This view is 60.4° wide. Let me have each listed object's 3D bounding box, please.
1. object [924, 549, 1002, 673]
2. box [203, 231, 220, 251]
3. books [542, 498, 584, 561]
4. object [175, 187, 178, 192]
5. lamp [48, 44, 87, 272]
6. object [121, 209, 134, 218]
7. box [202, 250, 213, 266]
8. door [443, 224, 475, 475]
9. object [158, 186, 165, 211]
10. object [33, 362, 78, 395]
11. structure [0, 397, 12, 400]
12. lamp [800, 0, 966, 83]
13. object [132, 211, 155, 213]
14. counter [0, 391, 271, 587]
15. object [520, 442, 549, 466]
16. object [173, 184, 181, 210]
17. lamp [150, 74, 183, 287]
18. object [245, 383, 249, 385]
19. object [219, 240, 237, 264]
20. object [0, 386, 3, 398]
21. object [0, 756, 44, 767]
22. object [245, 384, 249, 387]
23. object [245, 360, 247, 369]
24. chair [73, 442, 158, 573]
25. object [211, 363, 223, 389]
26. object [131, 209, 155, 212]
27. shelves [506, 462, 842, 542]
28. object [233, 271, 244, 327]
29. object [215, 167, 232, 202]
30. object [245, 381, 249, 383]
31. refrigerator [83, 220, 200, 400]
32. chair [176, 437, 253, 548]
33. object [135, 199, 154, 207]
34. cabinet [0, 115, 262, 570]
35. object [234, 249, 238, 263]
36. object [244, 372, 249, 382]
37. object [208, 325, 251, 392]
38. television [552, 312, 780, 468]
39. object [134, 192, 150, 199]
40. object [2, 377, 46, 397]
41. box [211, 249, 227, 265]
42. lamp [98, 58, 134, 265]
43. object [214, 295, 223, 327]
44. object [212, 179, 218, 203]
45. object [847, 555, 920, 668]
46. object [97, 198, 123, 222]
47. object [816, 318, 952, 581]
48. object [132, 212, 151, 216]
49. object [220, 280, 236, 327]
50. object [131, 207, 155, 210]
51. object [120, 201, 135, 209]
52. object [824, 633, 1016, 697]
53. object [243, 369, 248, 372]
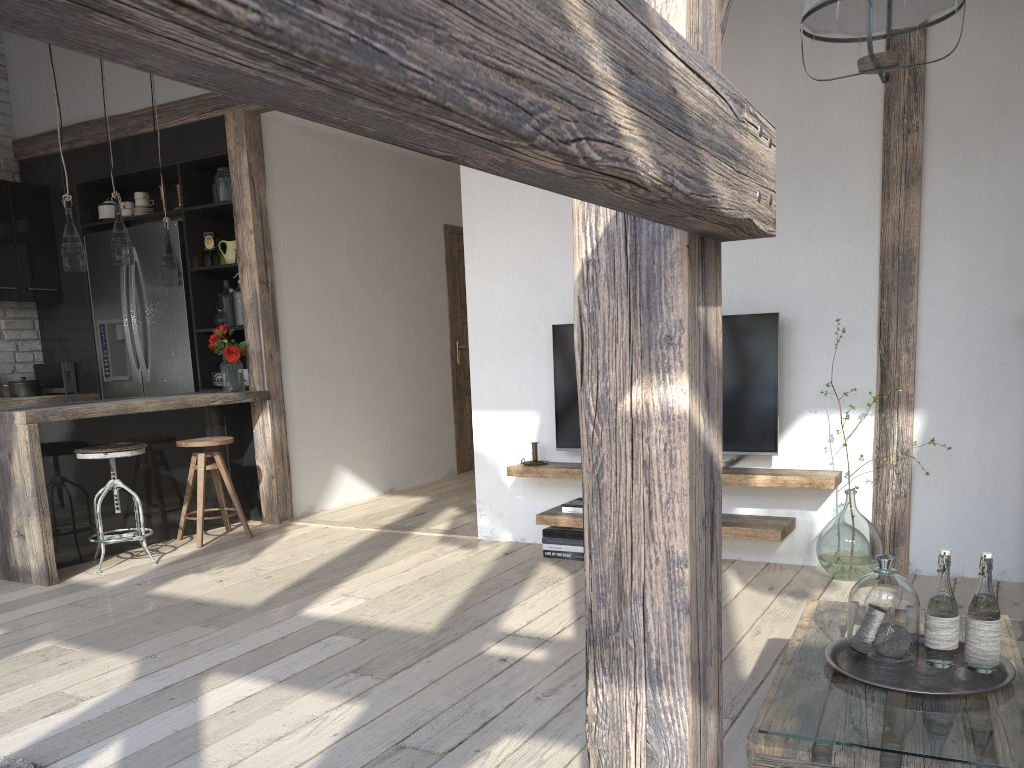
[{"bbox_3d":[1.012,0.506,1.974,0.153,0.272,0.070,2,10,29],"label":"object"},{"bbox_3d":[-1.941,-0.922,5.692,0.083,0.115,0.081,-1,7,9],"label":"box"},{"bbox_3d":[0.369,0.730,4.431,0.359,0.269,0.287,0,6,29],"label":"books"},{"bbox_3d":[-2.168,-1.208,5.753,0.061,0.176,0.061,-8,10,-32],"label":"object"},{"bbox_3d":[-2.202,-1.224,4.350,0.224,1.311,0.106,3,11,30],"label":"lamp"},{"bbox_3d":[-2.586,-1.145,5.951,0.106,0.068,0.093,-3,5,-9],"label":"object"},{"bbox_3d":[-1.960,-0.809,5.737,0.082,0.115,0.081,2,8,29],"label":"box"},{"bbox_3d":[-0.311,-0.289,7.685,0.082,2.106,0.828,3,10,29],"label":"door"},{"bbox_3d":[-2.271,-1.200,5.730,0.059,0.170,0.058,0,9,14],"label":"object"},{"bbox_3d":[-3.323,-0.037,6.396,0.351,0.231,0.086,0,9,29],"label":"object"},{"bbox_3d":[-3.645,0.108,5.651,0.496,0.032,0.598,-1,3,29],"label":"structure"},{"bbox_3d":[0.959,-1.375,2.258,0.406,1.102,0.394,-5,9,-19],"label":"lamp"},{"bbox_3d":[-2.459,-1.137,5.874,0.148,0.026,0.147,-3,3,-19],"label":"object"},{"bbox_3d":[-3.391,0.594,4.475,2.239,0.866,3.765,-1,3,29],"label":"counter"},{"bbox_3d":[0.119,0.359,4.550,0.139,0.114,0.137,-1,5,12],"label":"object"},{"bbox_3d":[-2.133,-1.205,5.654,0.096,0.175,0.094,-2,8,3],"label":"object"},{"bbox_3d":[-1.910,-1.231,4.873,0.225,1.365,0.107,3,11,31],"label":"lamp"},{"bbox_3d":[-1.687,0.002,5.764,0.214,0.025,0.212,-3,3,-3],"label":"object"},{"bbox_3d":[-1.777,-0.841,5.639,0.149,0.173,0.133,-1,7,15],"label":"object"},{"bbox_3d":[-3.630,0.007,6.173,0.039,0.186,0.079,6,12,42],"label":"object"},{"bbox_3d":[-1.857,1.055,1.451,3.183,0.057,2.161,-1,3,29],"label":"object"},{"bbox_3d":[-1.687,0.010,5.766,0.214,0.025,0.212,-3,3,-13],"label":"object"},{"bbox_3d":[-1.729,-0.089,5.929,0.125,0.210,0.123,0,8,16],"label":"object"},{"bbox_3d":[-2.082,0.638,4.641,0.352,0.647,0.350,-6,9,-27],"label":"chair"},{"bbox_3d":[-1.892,-0.056,5.820,0.134,0.168,0.132,0,7,19],"label":"object"},{"bbox_3d":[-2.460,-1.149,5.872,0.148,0.026,0.147,-3,3,-19],"label":"object"},{"bbox_3d":[0.714,0.633,4.222,1.601,0.458,0.326,-1,7,29],"label":"shelves"},{"bbox_3d":[-1.716,-0.540,5.590,0.108,0.356,0.107,-8,10,-30],"label":"object"},{"bbox_3d":[-1.775,-1.229,5.464,0.124,0.210,0.123,3,9,33],"label":"object"},{"bbox_3d":[-1.688,-0.006,5.763,0.214,0.025,0.212,-3,3,-8],"label":"object"},{"bbox_3d":[-2.338,-0.092,6.299,0.941,1.955,0.838,2,9,29],"label":"refrigerator"},{"bbox_3d":[-1.774,0.621,5.169,0.337,0.606,0.338,-9,10,-40],"label":"chair"},{"bbox_3d":[-2.456,-1.193,5.866,0.094,0.068,0.105,2,6,40],"label":"object"},{"bbox_3d":[-3.388,-0.248,4.547,2.089,2.547,4.161,1,6,29],"label":"cabinet"},{"bbox_3d":[-1.704,-0.803,5.538,0.093,0.097,0.073,1,8,30],"label":"object"},{"bbox_3d":[-1.689,-0.039,5.758,0.162,0.086,0.161,1,5,43],"label":"object"},{"bbox_3d":[-1.748,-0.159,5.453,0.250,0.422,0.308,-6,8,-28],"label":"object"},{"bbox_3d":[0.703,0.050,4.170,1.101,0.718,0.203,0,9,29],"label":"television"},{"bbox_3d":[-2.456,-1.237,5.853,0.106,0.068,0.093,-1,5,15],"label":"object"},{"bbox_3d":[-3.462,0.018,6.250,0.209,0.143,0.244,0,5,28],"label":"object"},{"bbox_3d":[-1.885,-0.810,5.692,0.082,0.115,0.082,3,9,39],"label":"box"},{"bbox_3d":[-2.069,-1.265,4.599,0.238,1.259,0.107,5,12,40],"label":"lamp"},{"bbox_3d":[-1.903,-0.477,5.816,0.131,0.224,0.130,4,10,41],"label":"object"},{"bbox_3d":[-1.839,-1.215,5.604,0.125,0.175,0.124,-5,8,-21],"label":"object"},{"bbox_3d":[0.868,0.520,2.055,0.156,0.251,0.153,-3,7,-2],"label":"object"},{"bbox_3d":[-2.763,-1.197,6.085,0.186,0.177,0.206,-5,6,-20],"label":"object"},{"bbox_3d":[1.559,0.280,3.707,0.515,1.139,0.270,0,9,16],"label":"object"},{"bbox_3d":[-2.459,-1.125,5.876,0.148,0.023,0.148,-4,3,-34],"label":"object"},{"bbox_3d":[-1.833,-0.515,5.678,0.086,0.307,0.084,1,9,21],"label":"object"},{"bbox_3d":[-2.460,-1.160,5.870,0.148,0.026,0.147,-3,3,-19],"label":"object"},{"bbox_3d":[-2.591,-1.191,5.938,0.093,0.068,0.105,-6,5,-33],"label":"object"},{"bbox_3d":[0.919,0.637,2.001,0.391,0.022,0.393,-5,3,-41],"label":"object"},{"bbox_3d":[-1.690,-0.057,5.755,0.162,0.086,0.161,1,5,43],"label":"object"}]
